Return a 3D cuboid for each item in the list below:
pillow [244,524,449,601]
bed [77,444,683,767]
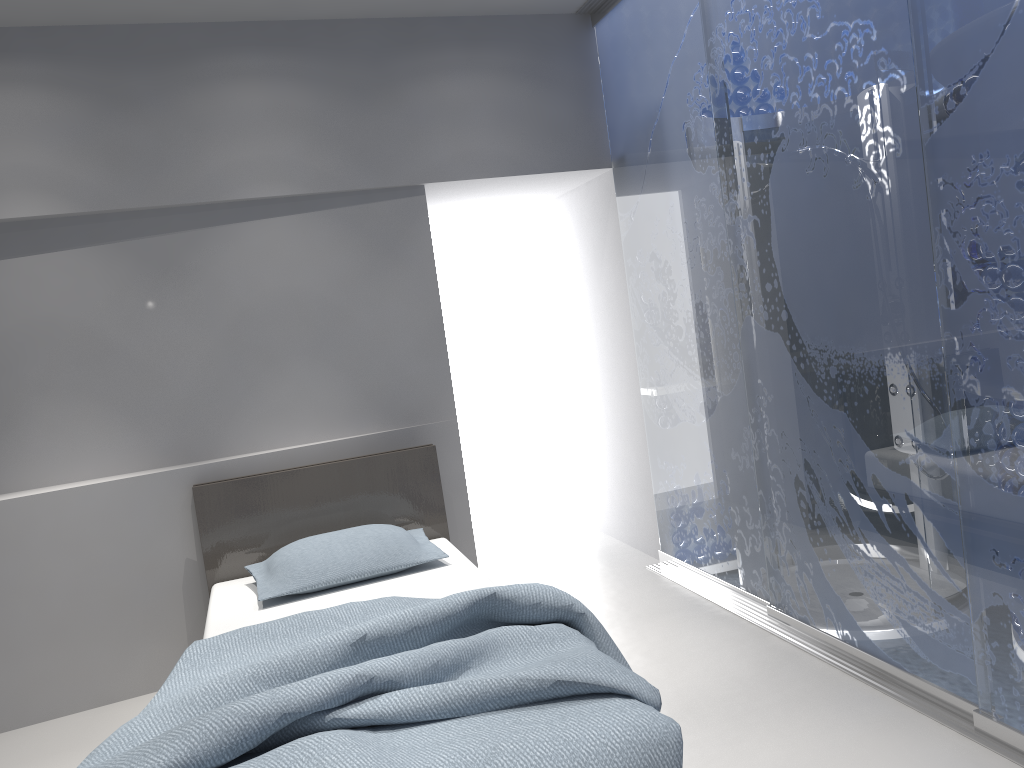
[{"bbox_3d":[-0.651,0.670,3.477,0.746,0.173,0.417,-9,4,-21],"label":"pillow"},{"bbox_3d":[-0.502,0.756,2.776,1.411,0.752,2.319,-9,4,-16],"label":"bed"}]
